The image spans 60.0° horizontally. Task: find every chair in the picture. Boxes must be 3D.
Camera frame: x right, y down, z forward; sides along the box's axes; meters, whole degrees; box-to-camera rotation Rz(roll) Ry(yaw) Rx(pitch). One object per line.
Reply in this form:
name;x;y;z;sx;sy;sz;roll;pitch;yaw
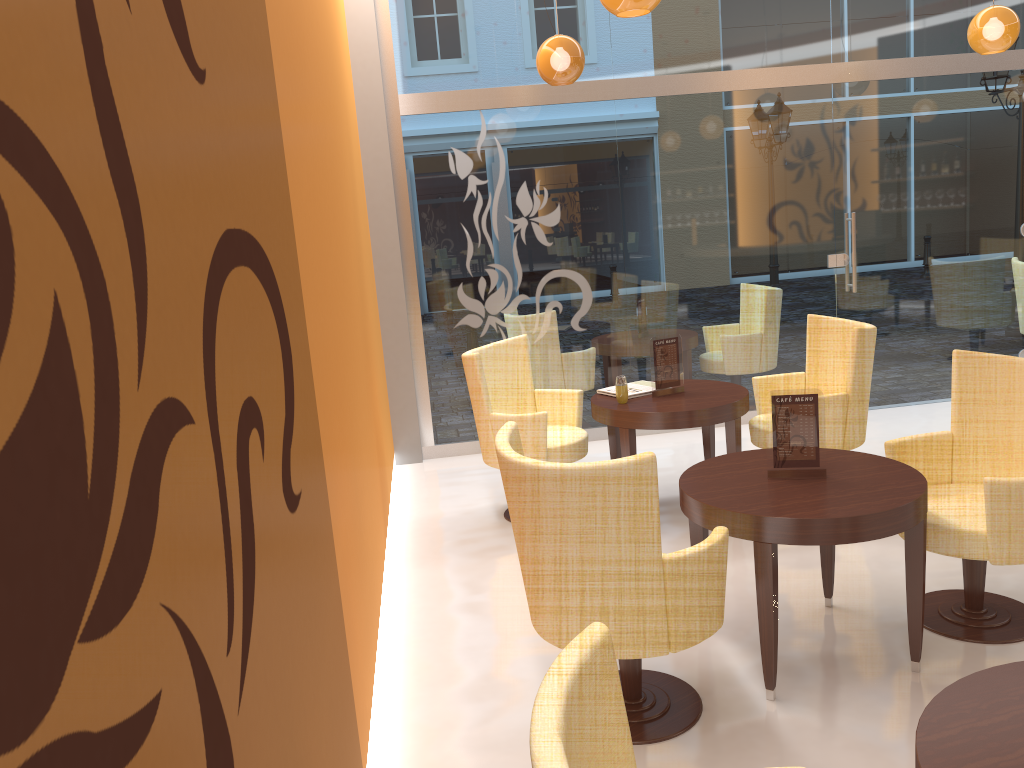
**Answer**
chair;0.407;0.943;1.320;0.685;1.017;0.729;-8;11;-17
chair;1.854;0.423;3.471;0.685;1.017;0.729;-6;10;-8
chair;1.685;0.157;4.999;0.685;1.017;0.729;-5;10;-2
chair;0.099;0.261;5.181;0.685;1.017;0.729;0;12;26
chair;0.340;0.640;3.003;0.685;1.017;0.729;-13;13;-37

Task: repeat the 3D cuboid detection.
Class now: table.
table;0.906;0.391;5.031;0.872;0.679;0.874;4;14;40
table;1.186;1.006;1.551;0.872;0.679;0.874;0;12;26
table;1.091;0.683;3.354;0.872;0.679;0.874;1;12;31

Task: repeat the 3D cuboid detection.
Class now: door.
door;3.280;-1.077;6.847;1.640;2.499;0.020;-6;10;-5

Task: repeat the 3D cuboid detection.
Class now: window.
window;3.238;-1.567;6.757;8.200;3.380;0.040;-6;10;-5

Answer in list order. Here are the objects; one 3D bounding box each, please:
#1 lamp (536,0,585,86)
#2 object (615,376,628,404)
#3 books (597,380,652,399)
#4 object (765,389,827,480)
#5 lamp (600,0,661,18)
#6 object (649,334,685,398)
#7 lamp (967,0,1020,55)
lamp;0.242;-2.568;5.284;0.299;1.500;0.299;-6;10;-5
object;0.599;0.032;4.836;0.067;0.148;0.067;-1;11;18
books;0.707;0.031;5.123;0.339;0.028;0.273;-11;12;-30
object;1.047;0.184;3.273;0.209;0.335;0.042;-3;11;12
lamp;0.437;-2.261;3.522;0.299;1.500;0.299;-6;10;-5
object;0.863;-0.106;4.940;0.209;0.335;0.042;-9;11;-22
lamp;3.016;-2.855;5.541;0.299;1.500;0.299;-11;12;-30
